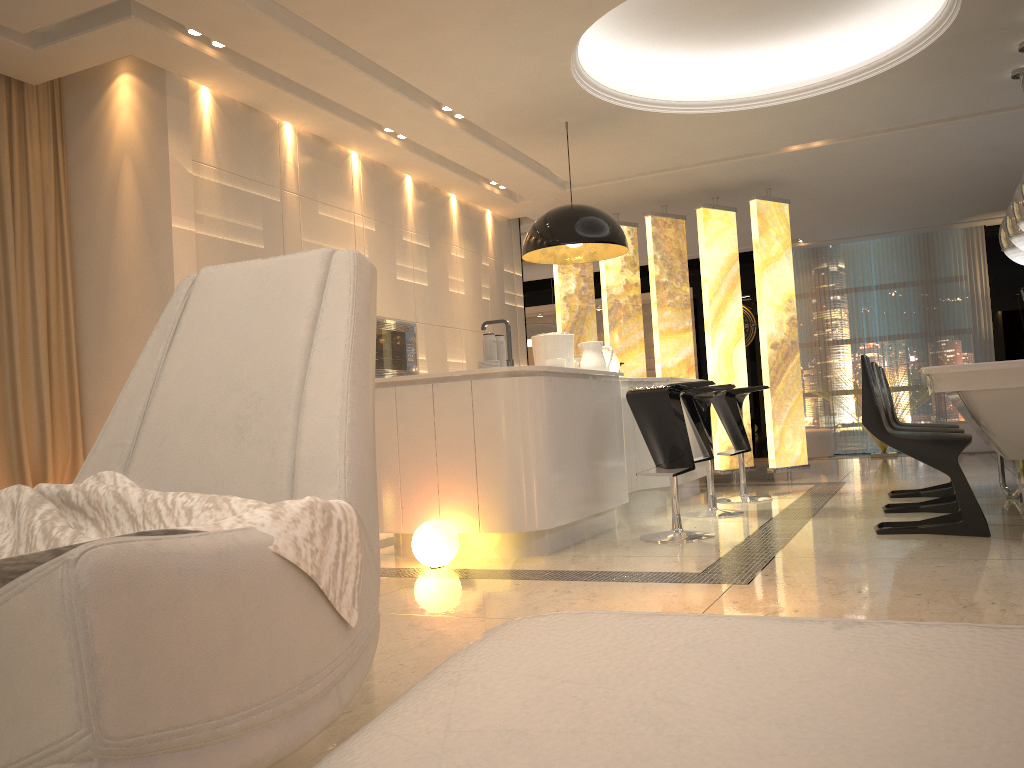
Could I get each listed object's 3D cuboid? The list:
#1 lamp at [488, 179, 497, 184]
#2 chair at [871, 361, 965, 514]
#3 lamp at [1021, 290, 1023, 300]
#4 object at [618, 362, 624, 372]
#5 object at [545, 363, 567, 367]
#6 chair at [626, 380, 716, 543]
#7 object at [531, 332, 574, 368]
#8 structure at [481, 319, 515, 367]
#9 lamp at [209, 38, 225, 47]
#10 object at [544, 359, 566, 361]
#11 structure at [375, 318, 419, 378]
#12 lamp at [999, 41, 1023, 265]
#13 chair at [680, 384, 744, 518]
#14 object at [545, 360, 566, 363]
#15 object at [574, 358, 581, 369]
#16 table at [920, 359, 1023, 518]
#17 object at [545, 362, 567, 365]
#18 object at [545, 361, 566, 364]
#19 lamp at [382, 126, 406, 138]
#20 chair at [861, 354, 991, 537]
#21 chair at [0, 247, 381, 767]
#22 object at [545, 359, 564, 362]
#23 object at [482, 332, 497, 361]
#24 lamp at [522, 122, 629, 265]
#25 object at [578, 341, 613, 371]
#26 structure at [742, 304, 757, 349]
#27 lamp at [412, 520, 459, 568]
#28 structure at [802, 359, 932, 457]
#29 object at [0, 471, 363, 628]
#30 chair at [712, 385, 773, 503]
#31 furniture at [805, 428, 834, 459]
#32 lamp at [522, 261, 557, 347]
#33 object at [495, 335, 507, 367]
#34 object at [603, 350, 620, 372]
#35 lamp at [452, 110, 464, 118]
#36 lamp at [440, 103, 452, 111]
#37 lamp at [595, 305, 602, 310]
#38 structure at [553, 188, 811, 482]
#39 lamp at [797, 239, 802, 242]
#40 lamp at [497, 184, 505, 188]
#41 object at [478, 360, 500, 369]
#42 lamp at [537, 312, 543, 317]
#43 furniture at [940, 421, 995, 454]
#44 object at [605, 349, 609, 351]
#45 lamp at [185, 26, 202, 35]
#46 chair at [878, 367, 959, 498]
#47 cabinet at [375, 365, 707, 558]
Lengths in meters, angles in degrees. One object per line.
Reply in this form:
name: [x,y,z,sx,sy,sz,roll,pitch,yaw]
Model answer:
lamp: [-0.149,-1.753,7.489,0.107,0.127,0.107,-4,-3,6]
chair: [2.331,0.286,5.035,0.496,0.858,0.523,-5,-3,25]
lamp: [6.035,-0.182,9.983,0.418,1.801,0.200,-5,-3,25]
object: [0.729,-0.085,6.984,0.253,0.147,0.266,-2,-3,-22]
object: [0.275,-0.099,5.554,0.138,0.051,0.138,-3,-3,-17]
chair: [0.822,0.388,4.545,0.380,0.789,0.380,-2,-3,-32]
object: [0.279,-0.175,5.882,0.288,0.330,0.288,-6,-4,42]
structure: [-0.089,-0.194,4.803,0.177,0.310,0.089,-5,-3,25]
lamp: [-1.509,-1.806,4.571,0.107,0.127,0.107,-4,-3,14]
object: [0.273,-0.127,5.555,0.138,0.051,0.138,-3,-3,-17]
structure: [-1.080,-0.237,6.750,0.446,0.450,0.659,-5,-3,25]
lamp: [2.903,-1.347,4.832,0.408,1.226,1.827,-5,-3,25]
chair: [1.210,0.408,5.471,0.380,0.789,0.380,-4,-3,8]
object: [0.274,-0.116,5.555,0.138,0.051,0.138,-3,-3,-17]
object: [0.417,-0.092,6.171,0.211,0.174,0.211,-3,-3,-18]
table: [2.938,0.285,4.758,1.293,0.759,3.031,-5,-3,25]
object: [0.275,-0.104,5.554,0.138,0.051,0.138,-3,-3,-17]
object: [0.274,-0.110,5.554,0.138,0.051,0.138,-3,-3,-17]
lamp: [-0.797,-1.779,6.098,0.107,0.127,0.270,-5,-3,25]
chair: [1.965,0.272,4.249,0.496,0.858,0.523,-5,-3,25]
chair: [-0.635,0.230,1.413,1.027,0.991,0.983,-5,-3,24]
object: [0.274,-0.122,5.555,0.138,0.051,0.138,-3,-3,-17]
object: [-0.113,-0.157,4.563,0.071,0.219,0.071,-4,-3,16]
lamp: [0.393,-1.310,5.926,0.710,0.898,0.710,-5,-3,35]
object: [0.556,-0.152,5.935,0.211,0.254,0.183,-3,-3,-13]
structure: [2.895,-0.745,11.709,0.669,0.669,0.048,-5,-3,25]
lamp: [-0.348,0.723,4.021,0.212,0.214,0.213,-3,-3,-15]
structure: [4.226,0.267,10.199,1.275,1.142,1.282,-3,-3,-19]
object: [-0.832,0.442,1.442,0.972,0.580,1.347,-2,-3,-28]
chair: [1.598,0.418,6.209,0.380,0.789,0.380,-3,-3,-7]
furniture: [3.583,0.733,10.943,0.735,0.357,0.735,-5,-3,27]
lamp: [0.171,-0.992,10.885,1.578,0.995,0.939,-5,-3,25]
object: [-0.068,-0.156,4.660,0.071,0.219,0.071,-4,-3,1]
object: [0.639,-0.127,6.146,0.212,0.214,0.213,-3,-3,-15]
lamp: [-0.343,-1.818,5.838,0.107,0.127,0.107,-4,-3,6]
lamp: [-0.412,-1.821,5.690,0.107,0.127,0.107,-4,-3,6]
lamp: [1.308,-1.175,13.347,0.107,0.127,0.107,-4,-3,6]
structure: [1.484,-0.371,8.124,2.180,2.555,0.448,-5,-3,25]
lamp: [3.576,-1.818,10.951,0.107,0.127,0.107,-6,-4,44]
lamp: [-0.079,-1.751,7.637,0.107,0.127,0.107,-4,-3,21]
object: [-0.116,-0.083,4.470,0.111,0.062,0.111,-1,-4,-44]
lamp: [0.432,-1.104,13.754,0.107,0.127,0.107,-4,-3,6]
furniture: [5.239,0.593,10.071,0.735,0.357,0.735,-3,-3,-3]
object: [0.715,-0.170,6.988,0.256,0.212,0.249,-2,-3,-30]
lamp: [-1.578,-1.809,4.423,0.107,0.127,0.107,-4,-3,14]
chair: [2.690,0.300,5.804,0.496,0.858,0.523,-5,-3,25]
cabinet: [0.431,0.424,5.844,1.046,0.887,3.752,-5,-3,25]
